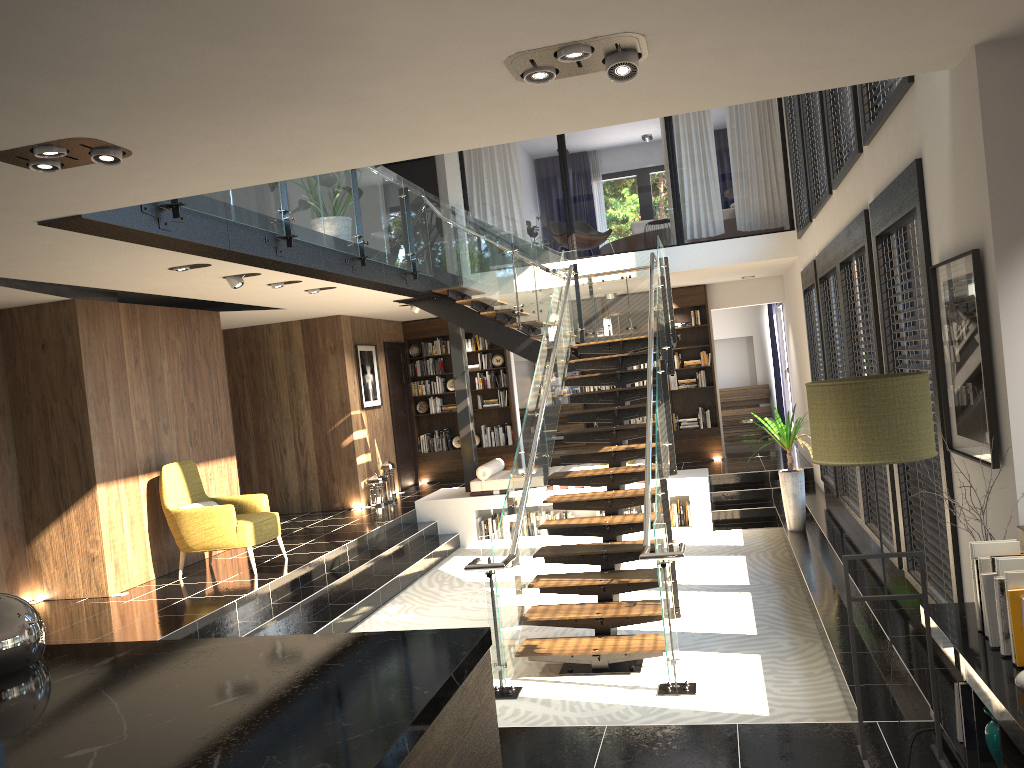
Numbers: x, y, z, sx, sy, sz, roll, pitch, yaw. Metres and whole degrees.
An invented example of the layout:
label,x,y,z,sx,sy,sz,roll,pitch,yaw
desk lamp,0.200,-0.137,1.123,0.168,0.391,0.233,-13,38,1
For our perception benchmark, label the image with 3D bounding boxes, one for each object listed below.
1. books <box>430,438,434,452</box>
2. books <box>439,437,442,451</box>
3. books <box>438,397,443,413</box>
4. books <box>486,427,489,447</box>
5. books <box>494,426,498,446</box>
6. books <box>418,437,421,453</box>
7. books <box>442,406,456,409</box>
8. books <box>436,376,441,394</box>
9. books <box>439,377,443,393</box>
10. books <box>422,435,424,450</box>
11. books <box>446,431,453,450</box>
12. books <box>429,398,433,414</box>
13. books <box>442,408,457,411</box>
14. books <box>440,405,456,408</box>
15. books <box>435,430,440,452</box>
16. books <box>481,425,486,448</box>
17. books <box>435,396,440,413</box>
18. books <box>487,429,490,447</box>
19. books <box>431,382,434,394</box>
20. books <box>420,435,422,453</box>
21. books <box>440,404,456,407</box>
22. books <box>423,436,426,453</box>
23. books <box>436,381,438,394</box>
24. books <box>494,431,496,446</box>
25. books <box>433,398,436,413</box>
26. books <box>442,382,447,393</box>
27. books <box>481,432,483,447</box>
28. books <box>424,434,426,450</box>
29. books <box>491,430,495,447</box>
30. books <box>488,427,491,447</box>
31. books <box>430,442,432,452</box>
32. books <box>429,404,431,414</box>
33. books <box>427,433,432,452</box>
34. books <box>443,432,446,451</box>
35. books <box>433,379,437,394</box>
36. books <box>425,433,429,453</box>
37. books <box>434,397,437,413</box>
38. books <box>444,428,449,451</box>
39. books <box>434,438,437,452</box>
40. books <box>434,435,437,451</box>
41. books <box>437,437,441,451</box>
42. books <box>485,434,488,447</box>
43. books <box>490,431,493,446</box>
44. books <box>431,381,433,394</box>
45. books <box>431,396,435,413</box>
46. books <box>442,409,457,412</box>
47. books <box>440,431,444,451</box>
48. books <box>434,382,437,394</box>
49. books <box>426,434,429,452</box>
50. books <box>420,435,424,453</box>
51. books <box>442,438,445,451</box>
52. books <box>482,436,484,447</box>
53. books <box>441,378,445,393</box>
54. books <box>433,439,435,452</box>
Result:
label,x,y,z,sx,sy,sz,roll,pitch,yaw
books,-1.301,1.010,14.697,0.021,0.217,0.220,-6,1,13
books,-1.149,0.991,14.687,0.036,0.222,0.173,-6,1,13
books,-1.180,0.345,14.667,0.030,0.253,0.138,-6,1,13
books,-0.387,0.865,14.502,0.019,0.317,0.122,-6,1,13
books,-0.248,0.848,14.444,0.012,0.322,0.177,-6,1,13
books,-1.515,1.010,14.785,0.032,0.262,0.194,-6,1,13
books,-1.015,0.385,14.623,0.244,0.033,0.142,-6,0,9
books,-1.197,0.012,14.633,0.018,0.284,0.198,-6,1,13
books,-1.158,0.020,14.628,0.021,0.260,0.197,-6,1,13
books,-1.444,0.992,14.761,0.030,0.283,0.170,-6,1,13
books,-1.029,0.932,14.637,0.042,0.315,0.193,-6,1,13
books,-1.319,0.358,14.658,0.026,0.257,0.192,-6,1,13
books,-1.013,0.412,14.624,0.266,0.021,0.152,-6,0,11
books,-1.022,0.361,14.611,0.293,0.016,0.174,-6,0,12
books,-1.222,0.940,14.663,0.016,0.341,0.217,-6,1,13
books,-0.450,0.850,14.471,0.017,0.359,0.189,-6,1,13
books,-1.215,0.336,14.656,0.032,0.279,0.133,-6,1,13
books,-0.367,0.877,14.500,0.019,0.289,0.145,-6,1,13
books,-1.283,0.061,14.640,0.016,0.206,0.204,-6,1,13
books,-1.484,0.993,14.785,0.032,0.288,0.179,-6,1,13
books,-1.024,0.347,14.603,0.292,0.013,0.187,-6,0,15
books,-1.425,0.997,14.724,0.022,0.269,0.215,-6,1,13
books,-1.210,0.049,14.663,0.027,0.214,0.159,-6,1,13
books,-0.257,0.880,14.473,0.025,0.260,0.114,-6,1,13
books,-1.265,0.358,14.683,0.032,0.245,0.120,-6,1,13
books,-1.112,0.055,14.630,0.015,0.181,0.136,-6,1,13
books,-0.475,0.910,14.531,0.023,0.245,0.135,-6,1,13
books,-1.407,0.977,14.725,0.016,0.304,0.217,-6,1,13
books,-0.290,0.886,14.467,0.037,0.256,0.145,-6,1,13
books,-0.354,0.859,14.480,0.019,0.321,0.161,-6,1,13
books,-1.317,1.014,14.749,0.035,0.212,0.159,-6,1,13
books,-1.334,0.356,14.698,0.020,0.264,0.152,-6,1,13
books,-1.353,0.971,14.734,0.020,0.304,0.189,-6,1,13
books,-1.080,0.943,14.649,0.027,0.304,0.204,-6,1,13
books,-1.261,0.039,14.662,0.020,0.243,0.154,-6,1,13
books,-1.393,0.975,14.715,0.015,0.306,0.222,-6,1,13
books,-1.240,0.346,14.670,0.024,0.265,0.147,-6,1,13
books,-1.066,0.916,14.621,0.019,0.356,0.234,-6,1,13
books,-1.246,1.002,14.701,0.026,0.222,0.209,-6,1,13
books,-1.231,0.970,14.684,0.017,0.282,0.232,-6,1,13
books,-1.183,0.995,14.696,0.034,0.223,0.208,-6,1,13
books,-0.407,0.918,14.510,0.034,0.215,0.104,-6,1,13
books,-0.320,0.891,14.494,0.034,0.250,0.114,-6,1,13
books,-1.309,0.058,14.681,0.053,0.216,0.151,-6,1,13
books,-1.296,0.347,14.663,0.018,0.275,0.144,-6,1,13
books,-1.010,0.439,14.622,0.262,0.032,0.154,-6,0,15
books,-1.133,0.940,14.661,0.016,0.322,0.218,-6,1,13
books,-1.239,0.062,14.645,0.025,0.194,0.172,-6,1,13
books,-1.370,0.974,14.744,0.018,0.302,0.195,-6,1,13
books,-1.469,0.995,14.749,0.014,0.282,0.232,-6,1,13
books,-1.099,0.993,14.676,0.033,0.208,0.192,-6,1,13
books,-0.456,0.891,14.518,0.024,0.278,0.135,-6,1,13
books,-1.131,0.025,14.644,0.023,0.245,0.133,-6,1,13
books,-1.270,1.012,14.717,0.029,0.207,0.166,-6,1,13
